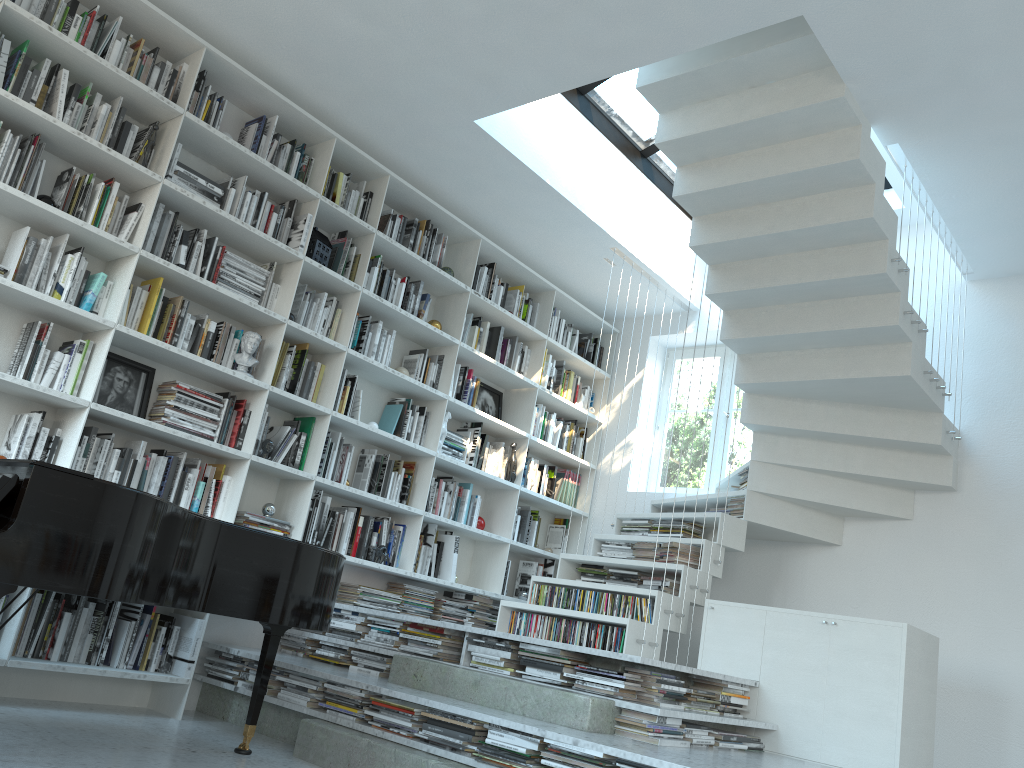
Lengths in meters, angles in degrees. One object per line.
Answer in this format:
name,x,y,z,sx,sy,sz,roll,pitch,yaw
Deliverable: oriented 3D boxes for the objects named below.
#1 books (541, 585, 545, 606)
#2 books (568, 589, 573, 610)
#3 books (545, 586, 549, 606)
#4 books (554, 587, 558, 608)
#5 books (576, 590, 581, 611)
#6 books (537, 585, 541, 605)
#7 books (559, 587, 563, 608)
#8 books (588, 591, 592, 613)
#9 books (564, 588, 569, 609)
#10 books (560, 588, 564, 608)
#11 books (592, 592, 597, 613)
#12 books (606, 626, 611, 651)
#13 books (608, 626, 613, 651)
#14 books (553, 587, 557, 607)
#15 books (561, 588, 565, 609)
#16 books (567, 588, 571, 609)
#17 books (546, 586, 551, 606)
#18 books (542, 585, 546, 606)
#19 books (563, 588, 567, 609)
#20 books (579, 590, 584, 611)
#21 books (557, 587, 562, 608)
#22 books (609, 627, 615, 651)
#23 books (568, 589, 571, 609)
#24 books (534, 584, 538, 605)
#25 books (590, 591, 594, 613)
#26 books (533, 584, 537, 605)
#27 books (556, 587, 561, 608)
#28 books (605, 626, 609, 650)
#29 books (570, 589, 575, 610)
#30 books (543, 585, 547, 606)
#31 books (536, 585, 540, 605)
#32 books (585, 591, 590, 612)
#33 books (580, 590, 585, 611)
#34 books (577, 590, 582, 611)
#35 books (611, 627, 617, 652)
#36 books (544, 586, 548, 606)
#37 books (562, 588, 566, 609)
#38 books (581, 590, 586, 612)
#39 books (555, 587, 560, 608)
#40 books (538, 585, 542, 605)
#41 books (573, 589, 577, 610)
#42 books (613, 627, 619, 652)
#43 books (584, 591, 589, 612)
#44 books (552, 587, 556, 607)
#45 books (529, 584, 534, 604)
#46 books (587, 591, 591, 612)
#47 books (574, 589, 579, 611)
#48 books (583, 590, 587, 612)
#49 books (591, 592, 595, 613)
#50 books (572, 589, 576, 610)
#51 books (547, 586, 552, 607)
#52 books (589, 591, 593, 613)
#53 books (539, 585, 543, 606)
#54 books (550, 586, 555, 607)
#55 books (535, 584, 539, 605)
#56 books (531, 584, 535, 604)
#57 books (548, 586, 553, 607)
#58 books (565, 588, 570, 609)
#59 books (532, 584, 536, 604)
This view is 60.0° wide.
books,0.209,1.215,5.034,0.012,0.125,0.125,-3,-21,40
books,0.359,1.206,4.908,0.008,0.125,0.125,-3,-21,40
books,0.235,1.213,5.012,0.007,0.125,0.125,-3,-21,40
books,0.284,1.210,4.971,0.009,0.125,0.125,-3,-21,40
books,0.396,1.204,4.877,0.010,0.125,0.125,-3,-21,40
books,0.190,1.216,5.050,0.007,0.125,0.125,-3,-21,40
books,0.307,1.209,4.952,0.008,0.125,0.125,-3,-21,40
books,0.457,1.200,4.825,0.008,0.125,0.125,-3,-21,40
books,0.337,1.207,4.926,0.007,0.125,0.125,-3,-21,40
books,0.313,1.209,4.946,0.008,0.125,0.125,-3,-21,40
books,0.479,1.199,4.806,0.008,0.125,0.125,-3,-21,40
books,0.523,1.304,4.513,0.007,0.125,0.125,-3,-21,40
books,0.530,1.303,4.507,0.010,0.125,0.125,-3,-21,40
books,0.277,1.211,4.977,0.007,0.125,0.125,-3,-21,40
books,0.319,1.208,4.942,0.008,0.125,0.125,-3,-21,40
books,0.348,1.207,4.917,0.008,0.125,0.125,-3,-21,40
books,0.241,1.213,5.007,0.008,0.125,0.125,-3,-21,40
books,0.218,1.214,5.027,0.008,0.125,0.125,-3,-21,40
books,0.331,1.208,4.931,0.007,0.125,0.125,-3,-21,40
books,0.413,1.203,4.862,0.010,0.125,0.125,-3,-21,40
books,0.301,1.209,4.956,0.008,0.125,0.125,-3,-21,40
books,0.539,1.303,4.499,0.014,0.125,0.125,-3,-21,40
books,0.353,1.206,4.912,0.008,0.125,0.125,-3,-21,40
books,0.173,1.217,5.065,0.007,0.125,0.125,-3,-21,40
books,0.468,1.199,4.816,0.008,0.125,0.125,-3,-21,40
books,0.167,1.217,5.070,0.008,0.125,0.125,-3,-21,40
books,0.296,1.210,4.961,0.007,0.125,0.125,-3,-21,40
books,0.516,1.304,4.519,0.009,0.125,0.125,-3,-21,40
books,0.367,1.205,4.901,0.012,0.125,0.125,-3,-21,40
books,0.224,1.214,5.021,0.007,0.125,0.125,-3,-21,40
books,0.184,1.216,5.055,0.009,0.125,0.125,-3,-21,40
books,0.445,1.201,4.835,0.008,0.125,0.125,-3,-21,40
books,0.420,1.202,4.856,0.007,0.125,0.125,-3,-21,40
books,0.405,1.203,4.869,0.014,0.125,0.125,-3,-21,40
books,0.548,1.302,4.492,0.010,0.125,0.125,-3,-21,40
books,0.229,1.214,5.017,0.007,0.125,0.125,-3,-21,40
books,0.325,1.208,4.936,0.008,0.125,0.125,-3,-21,40
books,0.426,1.202,4.851,0.007,0.125,0.125,-3,-21,40
books,0.289,1.210,4.966,0.009,0.125,0.125,-3,-21,40
books,0.195,1.216,5.046,0.008,0.125,0.125,-3,-21,40
books,0.381,1.205,4.889,0.009,0.125,0.125,-3,-21,40
books,0.557,1.302,4.485,0.013,0.125,0.125,-3,-21,40
books,0.438,1.201,4.841,0.010,0.125,0.125,-3,-21,40
books,0.270,1.211,4.982,0.010,0.125,0.125,-3,-21,40
books,0.148,1.219,5.085,0.008,0.125,0.125,-3,-21,40
books,0.451,1.200,4.830,0.008,0.125,0.125,-3,-21,40
books,0.389,1.204,4.883,0.007,0.125,0.125,-3,-21,40
books,0.432,1.201,4.847,0.007,0.125,0.125,-3,-21,40
books,0.474,1.199,4.811,0.007,0.125,0.125,-3,-21,40
books,0.375,1.205,4.894,0.010,0.125,0.125,-3,-21,40
books,0.247,1.213,5.002,0.008,0.125,0.125,-3,-21,40
books,0.462,1.200,4.821,0.008,0.125,0.125,-3,-21,40
books,0.202,1.215,5.040,0.010,0.125,0.125,-3,-21,40
books,0.263,1.212,4.989,0.010,0.125,0.125,-3,-21,40
books,0.178,1.217,5.060,0.008,0.125,0.125,-3,-21,40
books,0.155,1.218,5.080,0.008,0.125,0.125,-3,-21,40
books,0.254,1.212,4.996,0.010,0.125,0.125,-3,-21,40
books,0.342,1.207,4.922,0.007,0.125,0.125,-3,-21,40
books,0.161,1.218,5.075,0.009,0.125,0.125,-3,-21,40
